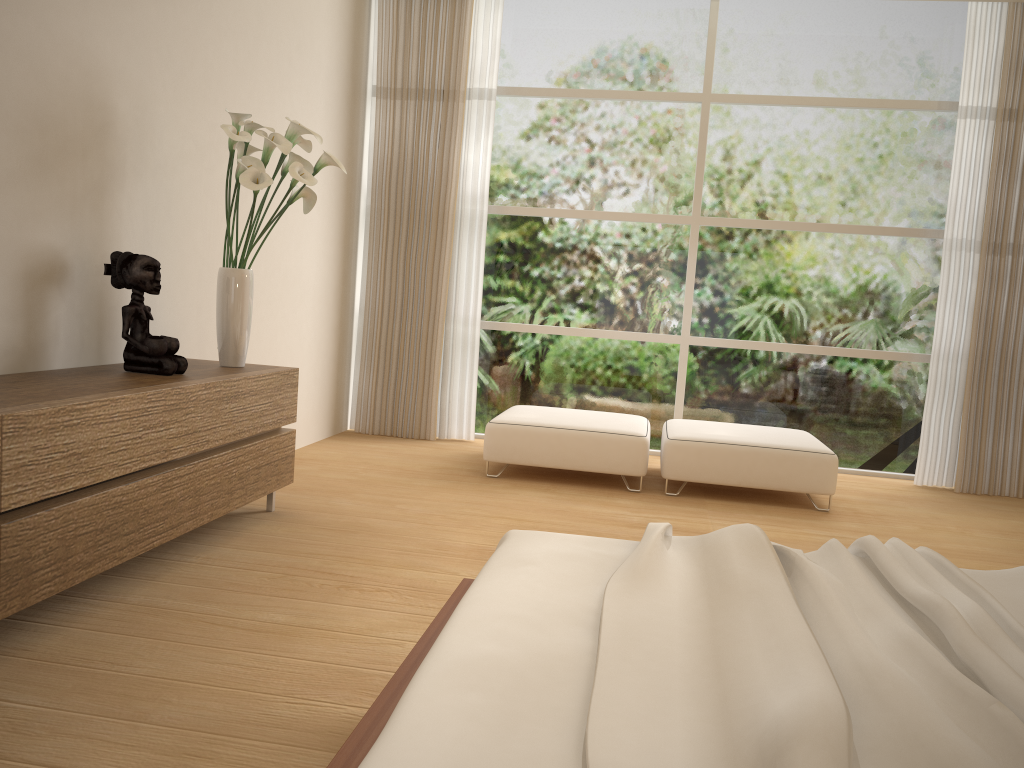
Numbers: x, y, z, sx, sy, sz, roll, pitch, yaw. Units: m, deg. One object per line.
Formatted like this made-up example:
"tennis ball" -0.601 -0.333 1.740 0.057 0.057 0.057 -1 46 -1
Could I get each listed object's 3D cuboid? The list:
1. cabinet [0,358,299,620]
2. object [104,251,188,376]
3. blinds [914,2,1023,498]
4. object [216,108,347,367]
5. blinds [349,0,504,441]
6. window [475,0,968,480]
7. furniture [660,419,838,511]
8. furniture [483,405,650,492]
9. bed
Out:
"cabinet" -1.577 0.380 2.276 0.588 0.662 3.713 5 5 9
"object" -1.376 -0.269 3.362 0.282 0.453 0.181 5 5 9
"blinds" 3.190 -0.951 5.647 0.814 3.351 0.202 5 5 8
"object" -1.034 -0.604 3.781 0.515 1.085 0.608 1 6 -33
"blinds" -0.624 -1.281 6.295 0.950 3.352 0.211 5 5 8
"window" 1.292 -1.151 6.254 4.781 3.371 0.071 5 5 9
"furniture" 1.391 0.459 5.385 0.965 0.346 0.964 5 5 9
"furniture" 0.372 0.371 5.544 0.965 0.346 0.964 5 5 9
"bed" 0.931 0.709 1.155 2.535 0.570 2.599 5 5 9
